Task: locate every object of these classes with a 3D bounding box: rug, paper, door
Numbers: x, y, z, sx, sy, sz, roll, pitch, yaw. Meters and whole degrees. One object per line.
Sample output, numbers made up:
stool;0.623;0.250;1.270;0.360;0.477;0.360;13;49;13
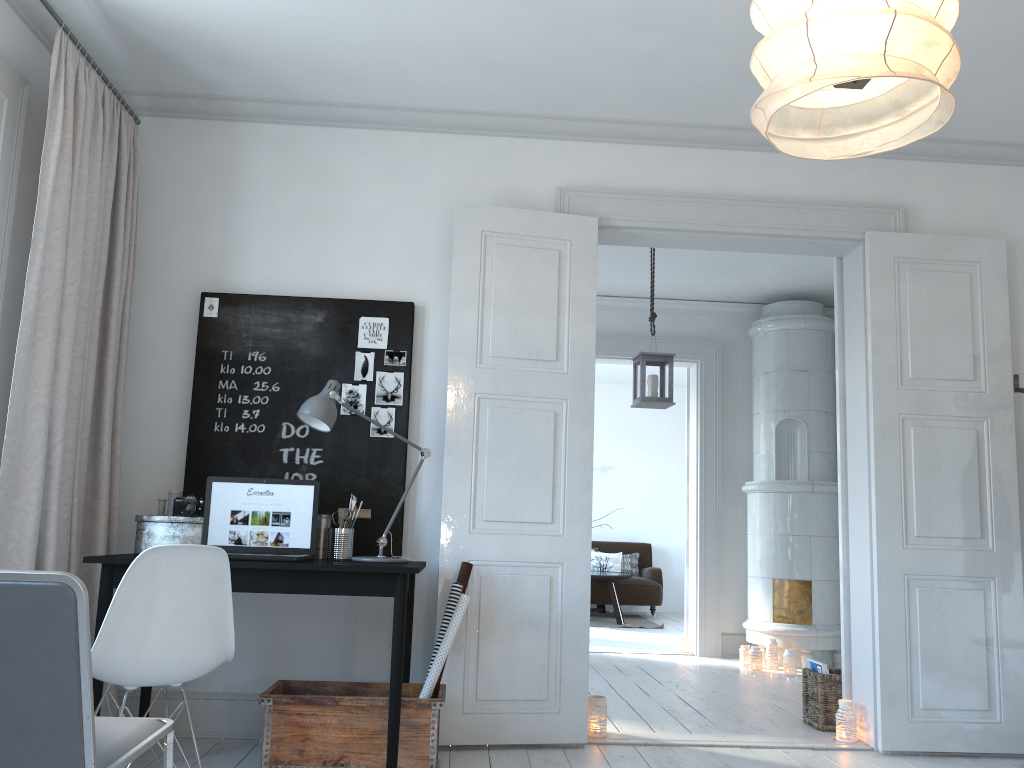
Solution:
rug;0.650;2.503;9.531;1.710;0.055;1.460;2;-10;-2
paper;-0.283;1.092;3.560;0.048;0.745;0.298;-6;-12;42
door;0.986;0.368;4.151;2.599;2.498;0.579;2;-9;-3
paper;-0.304;1.129;3.422;0.283;0.625;0.041;6;-9;-24
door;0.816;0.866;7.129;2.599;2.498;0.579;2;-9;-3
paper;-0.307;1.121;3.483;0.043;0.667;0.267;-6;-12;42

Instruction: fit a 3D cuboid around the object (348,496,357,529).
object;-0.674;0.589;3.657;0.012;0.263;0.062;-5;-11;39

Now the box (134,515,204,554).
box;-1.349;0.612;3.584;0.317;0.152;0.193;2;-9;-3

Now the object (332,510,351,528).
object;-0.712;0.617;3.647;0.081;0.198;0.050;-2;-9;22

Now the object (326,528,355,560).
object;-0.702;0.656;3.630;0.108;0.128;0.108;0;-9;12

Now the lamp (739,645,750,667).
lamp;1.683;1.961;6.390;0.084;0.146;0.084;2;-9;2

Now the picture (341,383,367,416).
picture;-0.701;0.069;3.927;0.107;0.150;0.001;2;-9;-3

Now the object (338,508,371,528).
object;-0.658;0.624;3.692;0.138;0.208;0.034;6;-9;-23

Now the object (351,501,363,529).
object;-0.660;0.600;3.641;0.084;0.239;0.009;6;-10;-26

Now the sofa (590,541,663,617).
sofa;0.627;2.238;10.344;2.165;0.822;0.971;2;-9;-3

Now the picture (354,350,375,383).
picture;-0.658;-0.079;3.952;0.083;0.145;0.002;2;-9;-3

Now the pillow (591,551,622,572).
pillow;1.064;2.093;10.383;0.471;0.308;0.188;2;-9;-2

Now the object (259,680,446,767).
object;-0.591;1.300;3.349;0.665;0.281;0.340;2;-9;-3

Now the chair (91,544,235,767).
chair;-1.120;0.902;2.729;0.475;0.822;0.555;9;-11;-37

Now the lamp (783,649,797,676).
lamp;1.902;1.903;6.061;0.089;0.165;0.089;3;-9;-4

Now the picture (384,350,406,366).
picture;-0.522;-0.119;3.966;0.095;0.071;0.001;2;-9;-3

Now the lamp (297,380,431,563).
lamp;-0.601;0.360;3.612;0.617;0.714;0.230;8;-10;-32

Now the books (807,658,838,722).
books;1.603;1.532;4.408;0.201;0.299;0.180;2;-9;-3

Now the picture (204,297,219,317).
picture;-1.341;-0.342;3.953;0.061;0.088;0.004;3;-9;-6

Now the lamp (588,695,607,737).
lamp;0.380;1.485;3.962;0.089;0.166;0.089;4;-9;-10

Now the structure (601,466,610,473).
structure;0.706;0.994;11.004;1.025;0.477;0.086;2;-9;-3

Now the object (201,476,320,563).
object;-0.986;0.506;3.358;0.445;0.314;0.326;2;-9;-3

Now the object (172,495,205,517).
object;-1.280;0.482;3.514;0.137;0.087;0.073;2;-9;-3

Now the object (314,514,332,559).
object;-0.795;0.639;3.700;0.079;0.188;0.079;6;-10;-24

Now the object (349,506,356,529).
object;-0.672;0.610;3.644;0.009;0.221;0.083;-2;-10;26

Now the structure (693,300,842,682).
structure;2.029;0.749;6.665;0.801;2.820;1.250;-6;-12;41

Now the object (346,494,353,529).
object;-0.679;0.586;3.657;0.008;0.267;0.060;0;-9;14

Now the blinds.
blinds;-1.636;0.076;3.408;0.225;2.640;0.833;2;-9;-3

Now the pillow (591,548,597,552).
pillow;0.767;2.102;10.442;0.473;0.346;0.159;3;-9;-5

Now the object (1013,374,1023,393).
object;2.327;0.768;3.720;0.374;1.654;0.375;1;-9;5

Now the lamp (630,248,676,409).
lamp;0.909;-0.730;5.676;0.228;1.757;0.229;3;-9;-6

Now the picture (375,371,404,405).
picture;-0.545;0.017;3.943;0.121;0.152;0.002;2;-9;-3

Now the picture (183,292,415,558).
picture;-0.939;0.188;3.927;0.953;1.169;0.064;2;-9;-3

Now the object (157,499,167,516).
object;-1.437;0.507;3.637;0.040;0.069;0.040;4;-9;-15

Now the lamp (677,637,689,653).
lamp;1.349;2.061;6.994;0.093;0.110;0.094;0;-9;14

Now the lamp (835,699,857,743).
lamp;1.519;1.532;4.032;0.093;0.179;0.093;5;-9;-20

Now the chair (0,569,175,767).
chair;-0.964;0.747;1.695;0.562;0.795;0.526;2;-9;-3

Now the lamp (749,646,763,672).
lamp;1.695;1.913;6.163;0.089;0.165;0.089;2;-9;-1

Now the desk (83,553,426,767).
desk;-0.938;1.051;3.366;1.159;0.757;0.653;2;-9;-3

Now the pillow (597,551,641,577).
pillow;1.257;2.133;10.502;0.542;0.287;0.183;2;-9;-2

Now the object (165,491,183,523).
object;-1.378;0.494;3.575;0.056;0.130;0.168;3;-9;-4

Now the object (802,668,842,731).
object;1.614;1.564;4.403;0.270;0.264;0.224;2;-9;-3

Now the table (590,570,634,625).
table;0.658;2.278;9.539;1.300;0.502;1.303;4;-10;-13

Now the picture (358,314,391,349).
picture;-0.619;-0.235;3.977;0.147;0.154;0.004;2;-9;-3

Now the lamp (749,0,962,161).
lamp;0.601;-1.041;1.599;0.339;1.228;0.341;-3;-10;28

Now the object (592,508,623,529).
object;0.797;1.503;9.598;0.846;1.063;0.526;8;-10;-32

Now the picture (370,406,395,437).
picture;-0.571;0.167;3.920;0.103;0.136;0.001;2;-9;-3

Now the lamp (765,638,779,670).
lamp;1.846;1.920;6.305;0.098;0.209;0.098;2;-9;2
